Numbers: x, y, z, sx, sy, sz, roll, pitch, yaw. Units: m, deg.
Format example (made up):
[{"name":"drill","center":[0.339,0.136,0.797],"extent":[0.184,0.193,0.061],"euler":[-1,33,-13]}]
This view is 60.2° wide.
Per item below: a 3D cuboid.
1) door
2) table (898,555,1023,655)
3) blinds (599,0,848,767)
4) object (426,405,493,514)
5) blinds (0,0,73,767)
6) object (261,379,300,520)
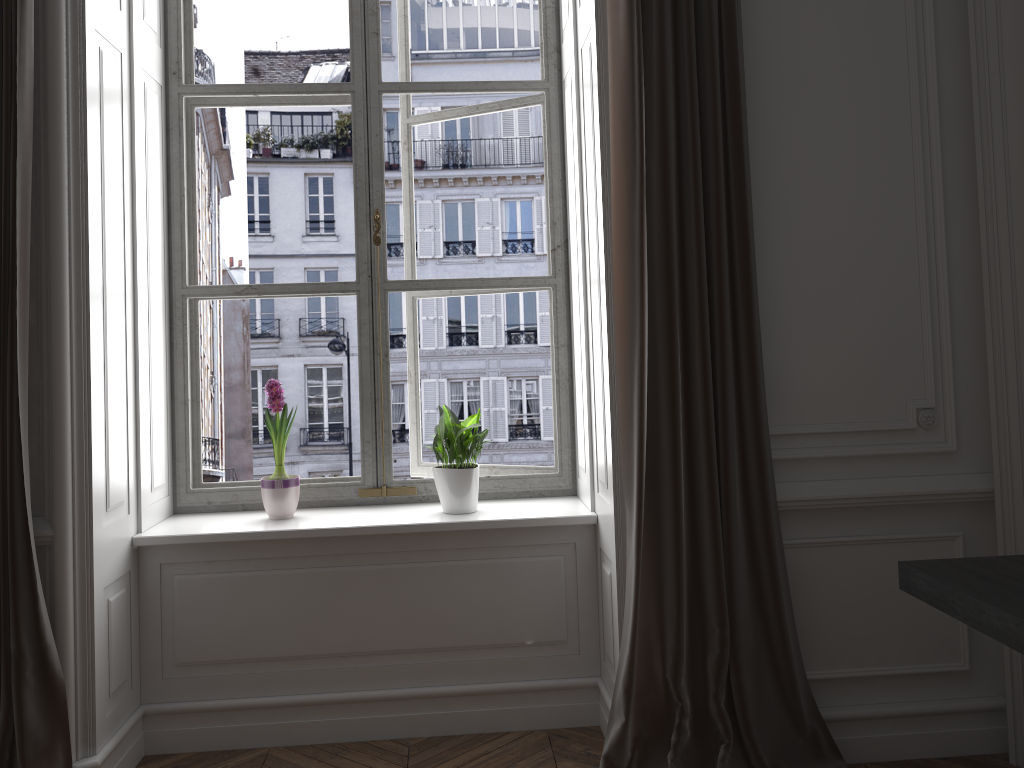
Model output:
[{"name":"door","center":[1.690,-0.248,1.879],"extent":[0.086,2.745,1.560],"euler":[-1,-1,-20]},{"name":"table","center":[1.264,0.764,1.573],"extent":[0.767,0.752,0.766],"euler":[-2,0,-4]},{"name":"blinds","center":[0.490,-0.432,2.407],"extent":[0.778,3.112,0.341],"euler":[-2,-2,-10]},{"name":"object","center":[-0.180,0.250,3.029],"extent":[0.215,0.370,0.284],"euler":[-1,-1,-26]},{"name":"blinds","center":[-1.441,-0.362,2.304],"extent":[0.580,3.113,0.309],"euler":[-2,-2,1]},{"name":"object","center":[-0.795,0.219,3.026],"extent":[0.129,0.477,0.129],"euler":[0,-3,-44]}]
